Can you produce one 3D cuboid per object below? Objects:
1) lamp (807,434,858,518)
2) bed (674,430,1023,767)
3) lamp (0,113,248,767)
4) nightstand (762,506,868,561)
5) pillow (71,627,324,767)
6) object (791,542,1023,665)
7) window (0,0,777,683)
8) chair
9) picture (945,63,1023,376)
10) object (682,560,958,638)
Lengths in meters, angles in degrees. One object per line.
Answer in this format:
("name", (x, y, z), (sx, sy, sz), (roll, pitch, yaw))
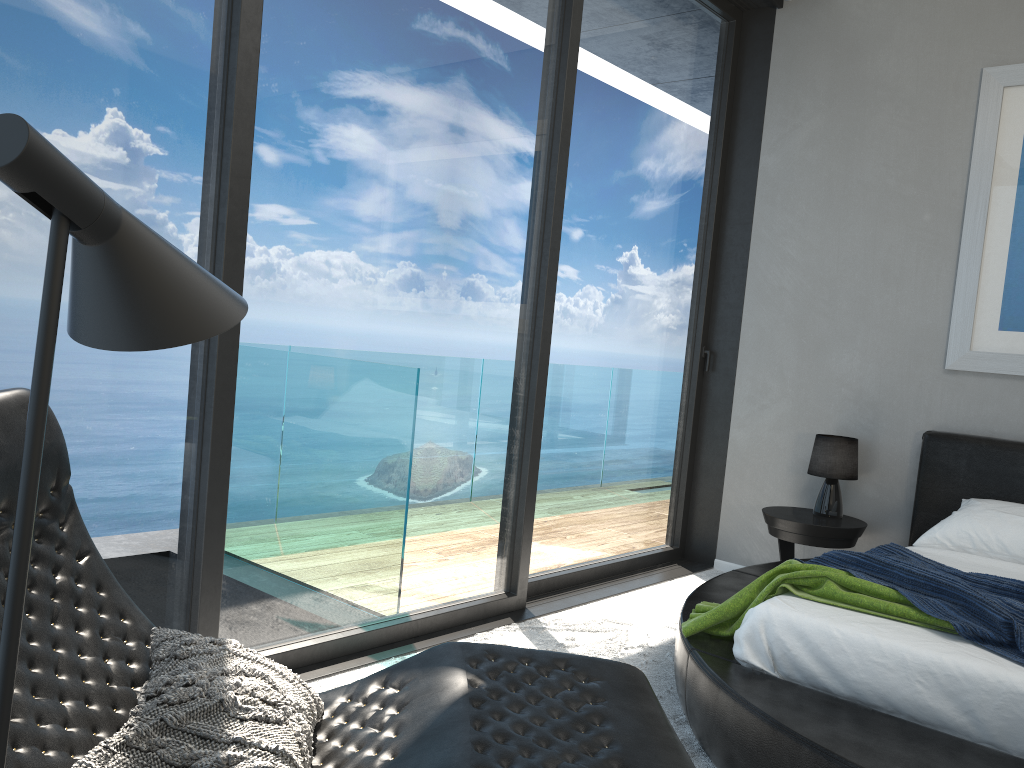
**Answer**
("lamp", (1.596, 0.460, 4.419), (0.241, 0.401, 0.219), (6, 4, 9))
("bed", (1.851, 0.743, 2.721), (2.750, 0.935, 2.617), (8, 4, 40))
("lamp", (-0.433, 0.431, 0.853), (0.202, 1.302, 0.383), (6, 4, 3))
("nightstand", (1.469, 0.873, 4.392), (0.497, 0.441, 0.496), (3, 4, -38))
("pillow", (-0.469, 0.553, 1.405), (0.313, 0.199, 0.441), (5, 3, -9))
("object", (1.342, 0.844, 2.401), (0.685, 0.568, 2.150), (5, 3, -8))
("window", (2.516, -0.391, 4.033), (3.590, 3.188, 9.725), (8, 4, 40))
("chair", (-0.338, 0.570, 1.414), (1.281, 0.997, 0.638), (5, 4, -5))
("picture", (2.807, -0.676, 3.587), (1.797, 1.402, 0.025), (8, 5, 40))
("object", (1.533, 0.805, 2.368), (2.298, 0.343, 0.646), (8, 4, 40))
